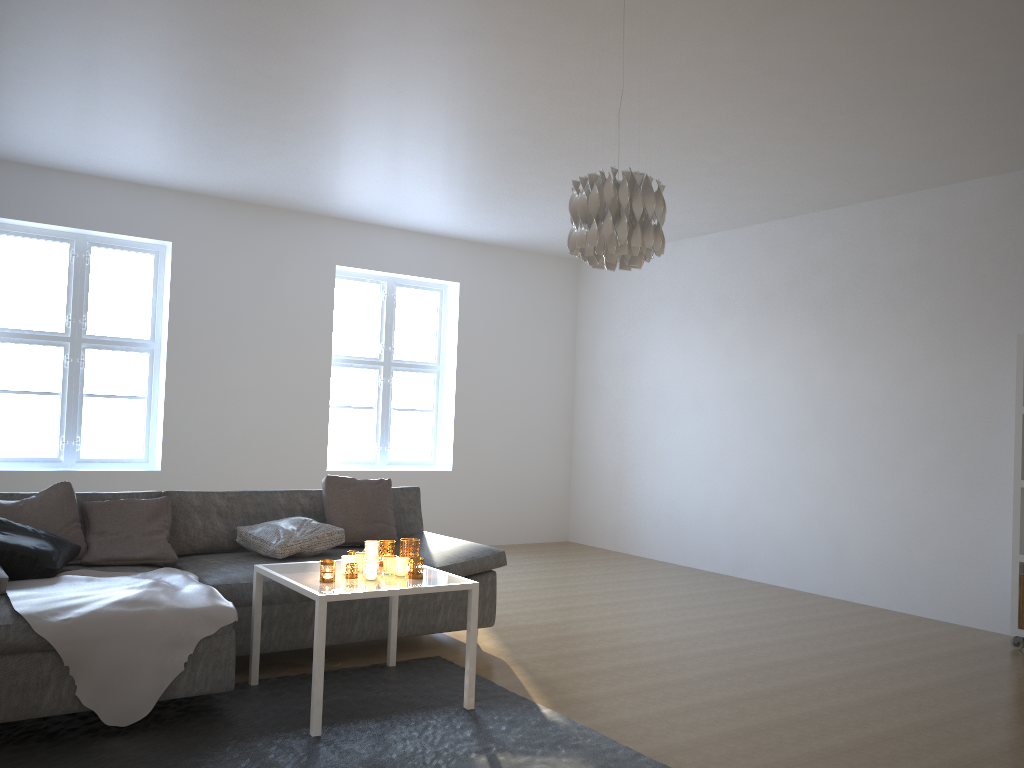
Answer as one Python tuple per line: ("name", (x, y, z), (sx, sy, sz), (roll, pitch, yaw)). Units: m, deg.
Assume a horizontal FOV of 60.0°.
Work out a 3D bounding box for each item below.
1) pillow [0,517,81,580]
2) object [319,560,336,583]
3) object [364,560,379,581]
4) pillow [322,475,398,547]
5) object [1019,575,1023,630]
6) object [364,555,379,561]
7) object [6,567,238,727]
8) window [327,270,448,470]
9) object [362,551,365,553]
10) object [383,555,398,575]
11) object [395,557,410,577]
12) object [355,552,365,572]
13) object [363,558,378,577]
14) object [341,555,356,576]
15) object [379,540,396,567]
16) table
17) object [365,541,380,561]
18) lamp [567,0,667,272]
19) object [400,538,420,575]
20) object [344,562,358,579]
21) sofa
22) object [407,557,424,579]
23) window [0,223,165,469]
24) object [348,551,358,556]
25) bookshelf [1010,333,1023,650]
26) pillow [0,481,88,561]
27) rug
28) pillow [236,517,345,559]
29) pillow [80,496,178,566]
("pillow", (-2.038, 0.682, 3.659), (0.401, 0.248, 0.421), (3, -2, -14))
("object", (-0.714, 0.726, 3.437), (0.060, 0.079, 0.060), (4, -3, -40))
("object", (-0.556, 0.738, 3.508), (0.060, 0.073, 0.060), (1, -2, 36))
("pillow", (-0.838, 0.702, 4.905), (0.426, 0.390, 0.242), (4, -2, -34))
("object", (3.030, 1.212, 4.857), (0.323, 0.297, 0.323), (4, -3, -34))
("object", (-0.580, 0.743, 3.651), (0.060, 0.073, 0.060), (2, -2, 12))
("object", (-1.536, 0.984, 3.402), (0.812, 0.437, 0.725), (4, -3, -36))
("window", (-1.138, -0.098, 7.888), (1.201, 1.709, 0.077), (4, -2, -34))
("object", (-0.607, 0.747, 3.759), (0.060, 0.073, 0.060), (3, -2, -9))
("object", (-0.503, 0.746, 3.653), (0.060, 0.073, 0.060), (0, -3, 45))
("object", (-0.449, 0.747, 3.617), (0.060, 0.073, 0.060), (0, -3, 45))
("object", (-0.627, 0.743, 3.697), (0.060, 0.073, 0.060), (3, -2, -9))
("object", (-0.572, 0.740, 3.573), (0.060, 0.073, 0.060), (1, -2, 36))
("object", (-0.665, 0.738, 3.602), (0.060, 0.073, 0.060), (3, -2, -9))
("object", (-0.548, 0.738, 3.867), (0.080, 0.104, 0.080), (4, -3, -44))
("table", (-0.620, 1.030, 3.636), (0.675, 0.504, 0.715), (4, -3, -34))
("object", (-0.559, 0.666, 3.541), (0.060, 0.073, 0.060), (3, -2, -18))
("lamp", (0.396, -0.957, 3.242), (0.355, 1.065, 0.354), (2, -2, 8))
("object", (-0.425, 0.718, 3.687), (0.090, 0.139, 0.087), (1, -2, 26))
("object", (-0.638, 0.743, 3.529), (0.052, 0.058, 0.050), (1, -2, 25))
("sofa", (-1.280, 0.919, 4.108), (2.633, 0.772, 1.555), (4, -3, -34))
("object", (-0.387, 0.745, 3.583), (0.060, 0.079, 0.060), (4, -3, -44))
("window", (-3.206, -0.242, 6.472), (1.201, 1.709, 0.077), (4, -2, -34))
("object", (-0.682, 0.748, 3.780), (0.054, 0.068, 0.047), (2, -2, 16))
("bookshelf", (3.280, 0.596, 4.539), (0.330, 1.755, 1.240), (3, -2, -34))
("pillow", (-2.161, 0.645, 4.002), (0.324, 0.402, 0.430), (0, -3, 43))
("rug", (-0.581, 1.239, 2.865), (2.016, 0.055, 2.111), (4, -3, -35))
("pillow", (-1.111, 0.780, 4.470), (0.406, 0.194, 0.405), (0, -3, 42))
("pillow", (-1.804, 0.696, 4.178), (0.415, 0.311, 0.337), (3, -2, -29))
